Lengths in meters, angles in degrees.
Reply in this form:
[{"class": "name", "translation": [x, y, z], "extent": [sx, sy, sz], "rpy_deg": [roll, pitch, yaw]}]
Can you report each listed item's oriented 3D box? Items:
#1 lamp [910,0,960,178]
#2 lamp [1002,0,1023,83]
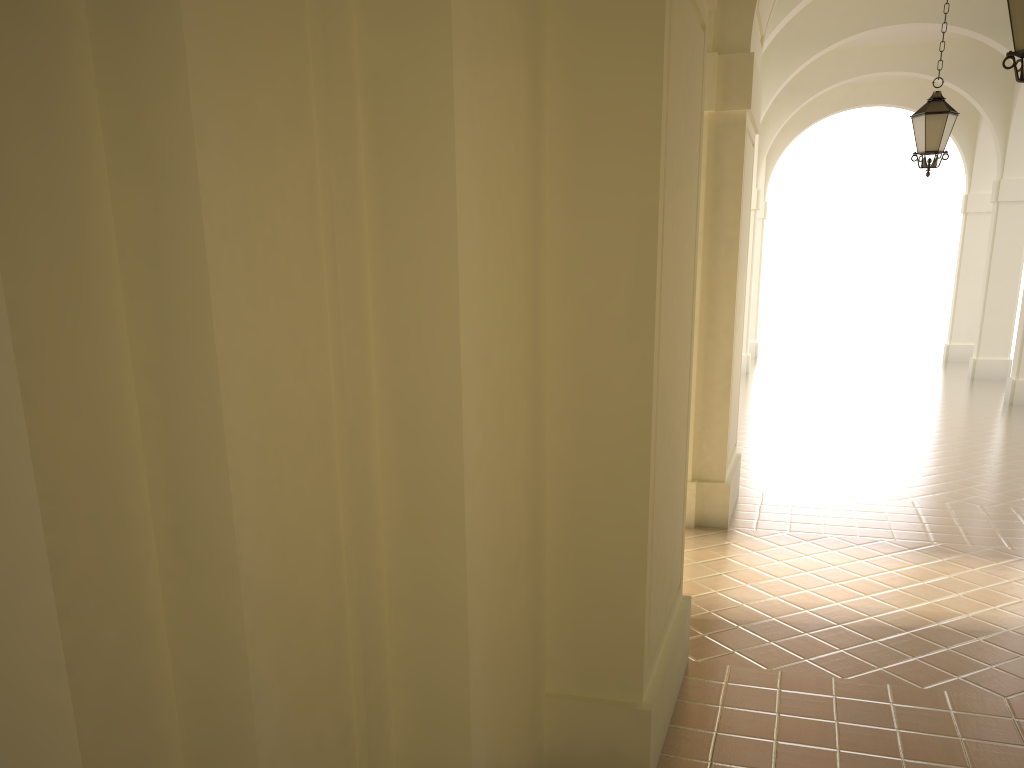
[{"class": "lamp", "translation": [4.706, -4.006, 9.497], "extent": [0.508, 3.446, 0.426], "rpy_deg": [4, 16, 17]}, {"class": "lamp", "translation": [3.159, -3.396, 4.881], "extent": [0.441, 3.446, 0.490], "rpy_deg": [-4, 16, -12]}]
